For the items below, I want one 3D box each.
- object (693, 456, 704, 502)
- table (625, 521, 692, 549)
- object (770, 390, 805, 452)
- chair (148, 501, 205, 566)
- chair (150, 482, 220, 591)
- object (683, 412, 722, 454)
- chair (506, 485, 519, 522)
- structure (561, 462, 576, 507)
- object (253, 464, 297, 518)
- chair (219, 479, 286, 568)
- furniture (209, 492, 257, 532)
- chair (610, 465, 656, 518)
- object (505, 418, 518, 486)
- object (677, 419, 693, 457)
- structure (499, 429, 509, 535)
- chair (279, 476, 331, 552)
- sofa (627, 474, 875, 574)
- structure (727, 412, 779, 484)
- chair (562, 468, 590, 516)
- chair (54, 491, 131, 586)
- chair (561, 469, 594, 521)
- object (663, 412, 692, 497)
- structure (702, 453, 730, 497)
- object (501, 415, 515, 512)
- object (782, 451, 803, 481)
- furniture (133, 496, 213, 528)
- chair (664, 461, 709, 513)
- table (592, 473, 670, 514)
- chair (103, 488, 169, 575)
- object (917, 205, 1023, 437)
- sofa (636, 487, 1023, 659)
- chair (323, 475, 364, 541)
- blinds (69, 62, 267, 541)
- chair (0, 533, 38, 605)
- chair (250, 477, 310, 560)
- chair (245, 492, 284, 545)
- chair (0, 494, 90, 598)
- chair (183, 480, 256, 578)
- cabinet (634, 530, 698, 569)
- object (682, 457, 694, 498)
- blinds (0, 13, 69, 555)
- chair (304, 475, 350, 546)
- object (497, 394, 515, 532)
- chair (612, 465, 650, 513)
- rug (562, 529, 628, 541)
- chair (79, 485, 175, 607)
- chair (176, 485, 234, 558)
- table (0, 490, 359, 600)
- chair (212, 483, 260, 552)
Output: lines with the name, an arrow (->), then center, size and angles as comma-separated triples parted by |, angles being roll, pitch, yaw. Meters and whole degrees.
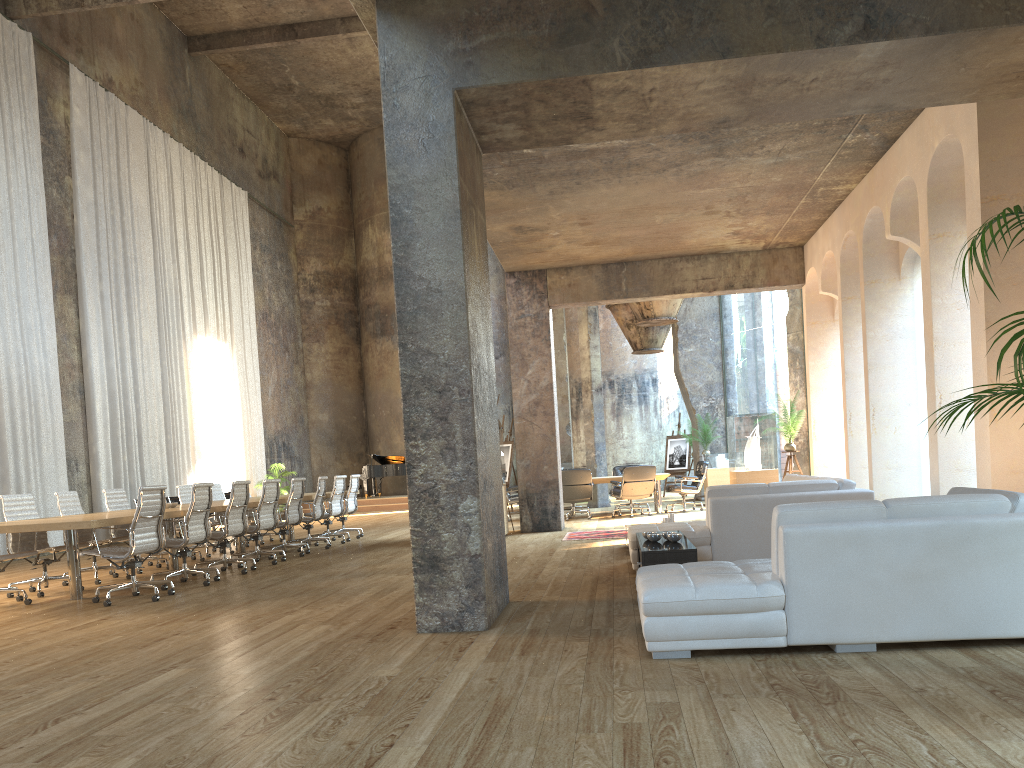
object -> 4.186, 1.993, 18.434 | 0.573, 0.974, 0.655 | -3, 0, 43
table -> 1.721, 1.705, 9.944 | 0.860, 0.247, 0.370 | -4, -3, 7
object -> 4.213, 0.563, 13.384 | 0.687, 0.941, 0.860 | -3, -1, -3
chair -> -4.433, 1.847, 11.581 | 0.700, 1.028, 0.663 | -4, 0, 15
chair -> -3.345, 1.521, 8.835 | 0.700, 1.028, 0.664 | -4, 0, 10
object -> 3.982, 1.060, 18.492 | 0.860, 0.942, 0.687 | -4, 0, 9
chair -> 0.117, 2.078, 16.276 | 0.821, 0.894, 0.729 | -4, -1, 3
structure -> 0.972, 2.233, 19.121 | 0.744, 1.017, 0.734 | -4, 0, 7
object -> -5.964, 2.754, 22.432 | 1.091, 1.460, 1.129 | -3, -1, -2
chair -> -3.139, 1.679, 10.639 | 0.700, 1.028, 0.663 | -4, 0, 15
furniture -> -5.999, 2.727, 18.901 | 0.709, 0.842, 1.872 | -4, -4, 6
chair -> 2.081, 1.869, 15.335 | 0.728, 0.894, 0.823 | -3, -1, -20
object -> -0.121, 1.885, 20.424 | 0.686, 2.152, 0.697 | -2, 2, 33
object -> 4.287, 1.273, 20.932 | 0.690, 0.941, 0.856 | -4, -1, 27
structure -> -0.430, 1.433, 12.564 | 0.595, 1.551, 0.741 | -3, 1, 7
chair -> -2.921, 1.836, 12.438 | 0.699, 1.028, 0.664 | -4, 0, 6
sofa -> 2.187, 1.333, 8.866 | 2.066, 0.722, 2.930 | -4, -5, 6
structure -> 3.567, 1.229, 13.010 | 0.595, 1.551, 0.741 | -3, 1, 7
chair -> 1.146, 2.075, 16.908 | 0.731, 0.894, 0.820 | -4, -1, 13
chair -> -4.634, 1.689, 9.780 | 0.699, 1.028, 0.664 | -4, 0, 6
chair -> 1.076, 1.939, 15.425 | 0.729, 0.894, 0.821 | -4, -1, 0
object -> 4.201, 1.778, 22.095 | 0.703, 2.152, 0.680 | -2, 2, 35
structure -> 4.207, 1.873, 17.414 | 0.736, 1.017, 0.742 | -4, 0, 7
object -> -0.235, 1.714, 18.536 | 0.703, 2.152, 0.680 | -2, 2, 39
object -> 4.210, 1.517, 13.423 | 0.656, 0.974, 0.572 | -3, 0, -29
furniture -> -6.275, 2.519, 16.531 | 0.709, 0.842, 1.872 | -4, -4, 6
chair -> 3.133, 1.857, 15.900 | 0.821, 0.894, 0.730 | -4, -1, 1
table -> 1.662, 2.060, 16.084 | 2.412, 0.701, 1.105 | -4, -3, 7
chair -> -4.537, 1.771, 10.707 | 0.700, 1.028, 0.663 | -4, 0, 12
object -> 2.369, 0.235, 3.213 | 1.404, 1.817, 1.353 | -4, 0, 12
sofa -> 1.701, 0.969, 4.694 | 2.069, 0.722, 1.071 | -4, -3, 6
chair -> -2.766, 1.988, 14.151 | 0.700, 1.028, 0.663 | -4, 0, 12
blinds -> -7.209, -1.107, 19.616 | 0.275, 8.660, 7.820 | -3, -1, 7
chair -> -4.804, 1.538, 8.069 | 0.700, 1.028, 0.663 | -4, 0, 12
chair -> -3.035, 1.755, 11.513 | 0.700, 1.028, 0.663 | -4, 0, 12
chair -> -1.308, 1.884, 13.930 | 12.962, 1.032, 31.520 | -4, -5, 6
chair -> -4.733, 1.615, 8.930 | 0.700, 1.028, 0.663 | -4, 0, 15
chair -> -3.241, 1.600, 9.747 | 0.700, 1.028, 0.663 | -4, 0, 12
cabinet -> 1.142, 1.368, 6.675 | 0.396, 0.369, 1.562 | -4, -5, 6
object -> 4.398, 2.217, 20.938 | 0.658, 0.975, 0.570 | -4, 0, 1
blinds -> -8.210, -1.858, 11.035 | 0.275, 8.660, 7.820 | -3, -1, 7
chair -> -2.830, 1.910, 13.289 | 0.700, 1.028, 0.663 | -4, 0, 15
object -> -0.364, 1.239, 13.441 | 0.685, 2.152, 0.698 | -3, 2, 6
chair -> 2.253, 1.994, 16.774 | 0.730, 0.894, 0.820 | -4, -1, 7
rug -> 1.933, 1.983, 11.807 | 2.464, 0.009, 1.347 | -4, -5, 7
chair -> -3.457, 1.438, 7.894 | 0.700, 1.028, 0.663 | -4, 0, 12
chair -> -4.331, 1.926, 12.474 | 0.700, 1.028, 0.663 | -4, 0, 12
table -> -3.807, 1.902, 11.188 | 1.602, 0.758, 7.718 | -4, -5, 6
chair -> -4.227, 2.005, 13.385 | 0.700, 1.028, 0.664 | -4, 0, 10
